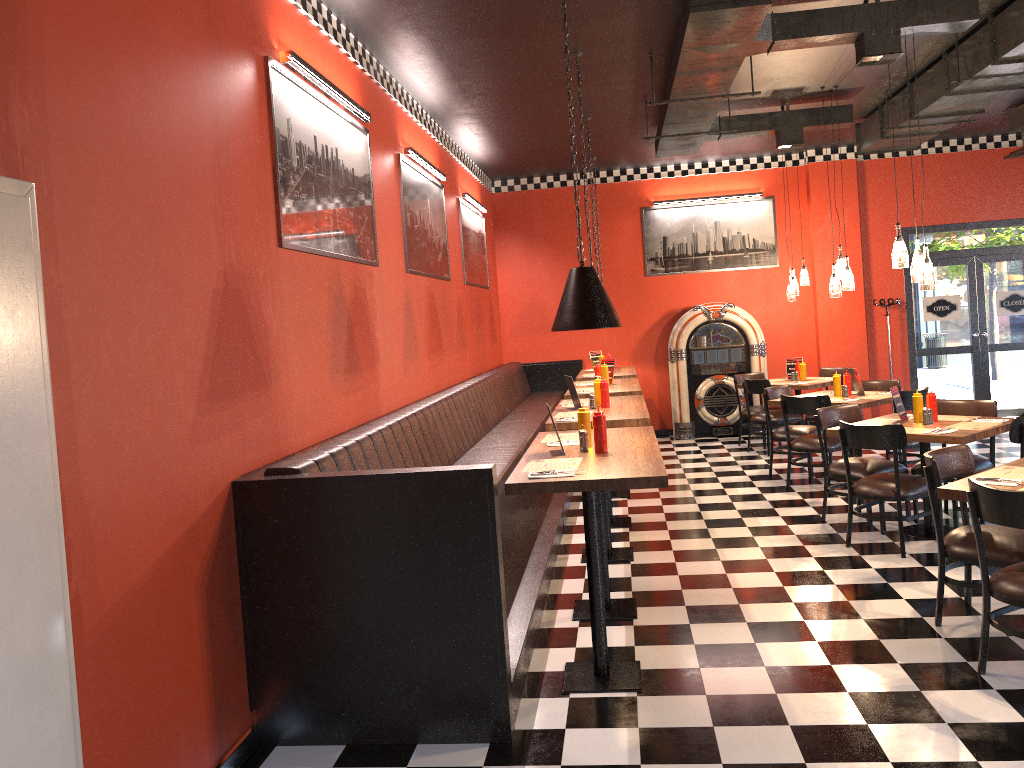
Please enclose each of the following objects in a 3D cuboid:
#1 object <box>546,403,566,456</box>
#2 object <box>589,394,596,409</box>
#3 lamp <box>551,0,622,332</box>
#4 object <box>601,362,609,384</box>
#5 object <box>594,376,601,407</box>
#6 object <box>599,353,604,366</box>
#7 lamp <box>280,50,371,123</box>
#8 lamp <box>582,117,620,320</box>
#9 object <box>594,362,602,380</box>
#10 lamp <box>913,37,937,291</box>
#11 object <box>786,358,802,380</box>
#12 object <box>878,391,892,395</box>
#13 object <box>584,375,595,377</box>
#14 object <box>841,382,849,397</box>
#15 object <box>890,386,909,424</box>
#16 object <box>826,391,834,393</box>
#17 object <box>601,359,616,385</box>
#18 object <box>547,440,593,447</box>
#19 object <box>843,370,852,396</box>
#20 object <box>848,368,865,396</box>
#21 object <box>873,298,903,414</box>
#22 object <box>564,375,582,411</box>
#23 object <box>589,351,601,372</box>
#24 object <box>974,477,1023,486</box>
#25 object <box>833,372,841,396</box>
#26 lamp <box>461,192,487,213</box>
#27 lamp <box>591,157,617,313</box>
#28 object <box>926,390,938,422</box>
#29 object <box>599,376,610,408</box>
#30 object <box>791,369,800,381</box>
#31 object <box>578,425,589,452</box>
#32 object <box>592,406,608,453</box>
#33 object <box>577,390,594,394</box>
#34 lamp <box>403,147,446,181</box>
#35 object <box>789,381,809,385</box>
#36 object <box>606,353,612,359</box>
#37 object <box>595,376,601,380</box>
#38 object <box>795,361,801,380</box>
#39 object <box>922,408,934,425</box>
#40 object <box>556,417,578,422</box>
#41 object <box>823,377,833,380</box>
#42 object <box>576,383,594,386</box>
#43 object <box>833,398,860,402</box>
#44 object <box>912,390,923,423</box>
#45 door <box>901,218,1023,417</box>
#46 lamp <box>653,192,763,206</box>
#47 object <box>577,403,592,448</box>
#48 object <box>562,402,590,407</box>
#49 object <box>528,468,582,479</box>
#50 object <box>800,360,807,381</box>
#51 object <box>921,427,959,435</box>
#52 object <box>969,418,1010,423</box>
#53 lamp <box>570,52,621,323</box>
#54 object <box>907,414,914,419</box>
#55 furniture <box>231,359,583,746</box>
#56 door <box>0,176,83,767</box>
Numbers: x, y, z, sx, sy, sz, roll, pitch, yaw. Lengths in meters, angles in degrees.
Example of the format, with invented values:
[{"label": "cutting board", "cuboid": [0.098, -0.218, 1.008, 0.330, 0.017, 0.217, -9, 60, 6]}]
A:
[{"label": "object", "cuboid": [0.224, 0.230, 4.576, 0.072, 0.257, 0.188, -4, 2, -2]}, {"label": "object", "cuboid": [0.606, 0.118, 6.682, 0.047, 0.136, 0.094, -4, 2, -3]}, {"label": "lamp", "cuboid": [0.329, -1.313, 4.751, 0.383, 2.042, 0.381, -5, 2, -42]}, {"label": "object", "cuboid": [0.923, -0.102, 8.775, 0.068, 0.237, 0.068, -4, 2, -4]}, {"label": "object", "cuboid": [0.664, 0.055, 6.780, 0.068, 0.237, 0.068, -4, 2, 16]}, {"label": "object", "cuboid": [1.114, -0.269, 10.989, 0.068, 0.237, 0.068, -4, 2, 0]}, {"label": "lamp", "cuboid": [-1.072, -1.726, 5.231, 0.081, 0.056, 1.447, -4, 4, 7]}, {"label": "lamp", "cuboid": [0.821, -1.633, 8.848, 0.383, 2.042, 0.381, -5, 2, -42]}, {"label": "object", "cuboid": [0.861, -0.102, 8.845, 0.068, 0.237, 0.068, -4, 2, 2]}, {"label": "lamp", "cuboid": [2.825, -1.629, 6.136, 0.108, 1.963, 0.108, -4, 1, 19]}, {"label": "object", "cuboid": [3.359, -0.179, 10.522, 0.188, 0.257, 0.072, -3, 2, 17]}, {"label": "object", "cuboid": [3.542, 0.081, 8.306, 0.158, 0.019, 0.255, -7, 5, -35]}, {"label": "object", "cuboid": [0.956, -0.098, 10.269, 0.255, 0.019, 0.158, -4, 4, 4]}, {"label": "object", "cuboid": [3.124, 0.052, 8.324, 0.047, 0.136, 0.094, -4, 2, -3]}, {"label": "object", "cuboid": [2.791, 0.148, 6.386, 0.072, 0.257, 0.189, -3, 3, 37]}, {"label": "object", "cuboid": [3.209, 0.074, 8.751, 0.255, 0.019, 0.157, -7, 5, -38]}, {"label": "object", "cuboid": [0.953, -0.121, 8.884, 0.072, 0.257, 0.188, -5, 3, -42]}, {"label": "object", "cuboid": [0.319, 0.320, 4.900, 0.255, 0.019, 0.158, -4, 4, 4]}, {"label": "object", "cuboid": [3.179, -0.010, 8.403, 0.068, 0.237, 0.068, -4, 2, 12]}, {"label": "object", "cuboid": [3.254, -0.023, 8.371, 0.072, 0.257, 0.188, -4, 2, -3]}, {"label": "object", "cuboid": [4.918, -0.286, 11.518, 0.374, 1.656, 0.375, -3, 2, 30]}, {"label": "object", "cuboid": [0.464, 0.064, 6.721, 0.072, 0.257, 0.188, -4, 2, -14]}, {"label": "object", "cuboid": [1.068, -0.282, 11.079, 0.188, 0.257, 0.072, -6, 2, -33]}, {"label": "object", "cuboid": [2.308, 0.456, 4.180, 0.158, 0.019, 0.255, -8, 5, -43]}, {"label": "object", "cuboid": [3.087, -0.004, 8.416, 0.068, 0.237, 0.068, -4, 2, 12]}, {"label": "lamp", "cuboid": [-0.444, -2.133, 10.456, 0.081, 0.056, 1.447, -4, 4, 7]}, {"label": "lamp", "cuboid": [1.088, -1.806, 11.072, 0.383, 2.042, 0.381, -5, 2, -42]}, {"label": "object", "cuboid": [2.983, 0.150, 6.293, 0.068, 0.237, 0.068, -4, 2, 12]}, {"label": "object", "cuboid": [0.699, 0.059, 6.693, 0.068, 0.237, 0.068, -3, 2, 27]}, {"label": "object", "cuboid": [3.307, -0.102, 10.355, 0.093, 0.136, 0.047, -4, 2, 7]}, {"label": "object", "cuboid": [0.371, 0.280, 4.595, 0.047, 0.136, 0.094, -4, 2, -2]}, {"label": "object", "cuboid": [0.446, 0.229, 4.495, 0.068, 0.237, 0.068, -5, 2, -18]}, {"label": "object", "cuboid": [0.671, 0.069, 8.154, 0.255, 0.019, 0.158, -4, 4, 4]}, {"label": "lamp", "cuboid": [-0.760, -1.928, 7.831, 0.081, 0.056, 1.447, -4, 4, 7]}, {"label": "object", "cuboid": [3.244, -0.013, 9.976, 0.255, 0.019, 0.157, -7, 5, -34]}, {"label": "object", "cuboid": [1.205, -0.274, 10.968, 0.068, 0.237, 0.068, -4, 2, 0]}, {"label": "object", "cuboid": [0.848, -0.041, 8.727, 0.047, 0.136, 0.093, -5, 2, -28]}, {"label": "object", "cuboid": [3.368, -0.163, 10.418, 0.068, 0.237, 0.068, -4, 2, 4]}, {"label": "object", "cuboid": [2.911, 0.214, 6.206, 0.094, 0.136, 0.046, -6, 2, -33]}, {"label": "object", "cuboid": [0.429, 0.234, 6.026, 0.255, 0.019, 0.158, -4, 4, 4]}, {"label": "object", "cuboid": [3.712, -0.067, 10.276, 0.158, 0.019, 0.255, -7, 5, -37]}, {"label": "object", "cuboid": [0.778, -0.002, 9.067, 0.255, 0.019, 0.158, -4, 4, 4]}, {"label": "object", "cuboid": [3.024, 0.141, 7.985, 0.255, 0.019, 0.157, -7, 5, -36]}, {"label": "object", "cuboid": [2.890, 0.156, 6.306, 0.068, 0.237, 0.068, -4, 2, 12]}, {"label": "door", "cuboid": [6.106, -0.833, 11.589, 1.799, 2.569, 0.128, -4, 1, 7]}, {"label": "lamp", "cuboid": [2.626, -2.488, 11.918, 1.443, 0.056, 0.081, -4, 3, 7]}, {"label": "object", "cuboid": [0.385, 0.219, 4.709, 0.068, 0.237, 0.068, -5, 2, -18]}, {"label": "object", "cuboid": [0.521, 0.161, 6.989, 0.255, 0.019, 0.158, -4, 4, 4]}, {"label": "object", "cuboid": [0.197, 0.395, 3.948, 0.255, 0.019, 0.158, -4, 4, 4]}, {"label": "object", "cuboid": [3.396, -0.159, 10.328, 0.068, 0.237, 0.068, -4, 2, 4]}, {"label": "object", "cuboid": [2.828, 0.304, 5.831, 0.255, 0.019, 0.157, -7, 5, -35]}, {"label": "object", "cuboid": [3.291, 0.250, 6.139, 0.158, 0.019, 0.255, -7, 5, -38]}, {"label": "lamp", "cuboid": [0.560, -1.463, 6.673, 0.383, 2.042, 0.381, -5, 2, -42]}, {"label": "object", "cuboid": [2.987, 0.240, 6.593, 0.157, 0.019, 0.255, 0, 6, 45]}, {"label": "furniture", "cuboid": [-0.058, 0.569, 7.964, 1.103, 1.147, 8.777, -4, 4, 7]}, {"label": "door", "cuboid": [-1.327, 0.555, 2.027, 0.161, 2.177, 1.028, -4, 2, 7]}]
